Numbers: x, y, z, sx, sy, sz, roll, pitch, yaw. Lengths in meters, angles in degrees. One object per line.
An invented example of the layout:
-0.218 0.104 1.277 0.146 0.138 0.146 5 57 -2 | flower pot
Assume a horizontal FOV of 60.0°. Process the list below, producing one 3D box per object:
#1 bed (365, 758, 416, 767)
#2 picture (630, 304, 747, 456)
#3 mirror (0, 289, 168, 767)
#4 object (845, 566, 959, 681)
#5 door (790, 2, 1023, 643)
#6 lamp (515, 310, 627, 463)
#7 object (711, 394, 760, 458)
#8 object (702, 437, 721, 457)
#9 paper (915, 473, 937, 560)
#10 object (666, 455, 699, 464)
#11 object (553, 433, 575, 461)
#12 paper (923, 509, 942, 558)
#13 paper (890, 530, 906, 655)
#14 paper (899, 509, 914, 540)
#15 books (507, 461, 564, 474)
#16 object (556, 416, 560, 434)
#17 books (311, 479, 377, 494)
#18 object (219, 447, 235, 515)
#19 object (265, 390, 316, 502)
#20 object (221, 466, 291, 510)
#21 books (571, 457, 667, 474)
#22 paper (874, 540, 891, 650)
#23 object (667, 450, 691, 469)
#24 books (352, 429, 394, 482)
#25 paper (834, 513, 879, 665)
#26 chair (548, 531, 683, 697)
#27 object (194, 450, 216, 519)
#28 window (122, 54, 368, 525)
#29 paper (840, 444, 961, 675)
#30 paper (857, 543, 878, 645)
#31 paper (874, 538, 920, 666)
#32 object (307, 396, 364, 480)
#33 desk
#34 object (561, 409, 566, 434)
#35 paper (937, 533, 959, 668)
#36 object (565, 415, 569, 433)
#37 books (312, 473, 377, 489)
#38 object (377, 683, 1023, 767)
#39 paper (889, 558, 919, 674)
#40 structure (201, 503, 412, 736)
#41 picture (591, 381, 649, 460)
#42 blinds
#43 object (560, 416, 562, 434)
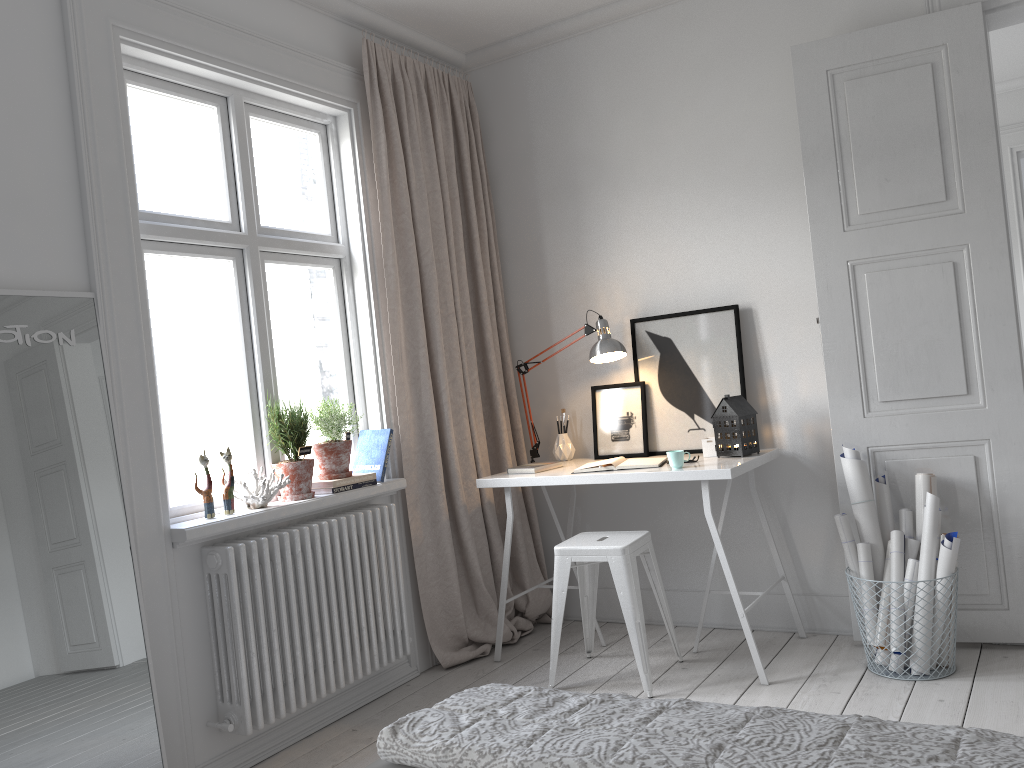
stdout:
0.028 0.566 0.547 1.888 1.168 2.176 -6 0 32 | bed
0.763 -0.006 3.839 0.493 0.614 0.062 -6 0 32 | picture
-1.277 0.518 2.298 0.145 1.554 0.669 -6 0 32 | mirror
1.408 0.836 3.171 0.374 0.351 0.374 -6 0 34 | object
1.512 -0.191 3.338 0.677 2.326 0.034 -6 0 23 | door
0.258 0.054 3.961 0.568 0.745 0.164 -6 0 27 | lamp
0.891 0.163 3.538 0.135 0.248 0.135 -6 0 -43 | object
0.824 0.258 3.636 0.065 0.073 0.078 -6 0 27 | object
1.518 0.663 3.240 0.181 0.669 0.073 -6 0 -36 | paper
0.661 0.289 3.479 0.133 0.047 0.114 -6 0 19 | object
0.241 0.294 4.146 0.101 0.126 0.101 -6 0 32 | object
1.492 0.720 3.172 0.153 0.553 0.060 -6 0 -13 | paper
1.371 0.736 3.150 0.049 0.403 0.244 -6 0 34 | paper
1.452 0.736 3.244 0.047 0.542 0.200 -6 0 35 | paper
0.101 0.360 3.818 0.149 0.024 0.207 -6 0 38 | books
0.224 0.254 4.153 0.008 0.207 0.054 -6 0 -3 | object
-0.663 0.397 3.422 0.156 0.022 0.245 -6 0 36 | books
-0.949 0.321 2.960 0.045 0.224 0.052 -6 0 -17 | object
-0.799 0.215 3.223 0.183 0.410 0.199 -6 0 -8 | object
-0.871 0.359 3.067 0.186 0.149 0.212 -6 0 40 | object
0.437 0.321 3.581 0.358 0.029 0.291 -6 0 18 | books
1.355 0.757 3.194 0.239 0.358 0.047 -6 0 -44 | paper
0.622 0.284 3.320 0.082 0.065 0.064 -6 0 30 | object
-0.567 0.290 3.589 0.175 0.211 0.101 -6 0 35 | books
1.289 0.749 3.262 0.046 0.547 0.166 -6 0 -35 | paper
0.377 0.855 3.404 0.407 0.527 0.409 -6 0 27 | chair
-1.007 0.327 2.904 0.052 0.224 0.045 -6 0 8 | object
-0.963 -0.322 3.276 0.079 1.537 1.047 -6 0 32 | window
1.401 0.613 3.197 0.181 0.793 0.431 -6 0 -16 | paper
1.293 0.759 3.214 0.047 0.361 0.129 -6 0 20 | paper
1.388 0.783 3.192 0.253 0.432 0.054 -6 0 -23 | paper
-0.679 0.203 3.414 0.220 0.318 0.210 -6 0 -21 | object
0.523 0.717 3.686 1.162 0.776 0.641 -6 0 32 | desk
0.247 0.235 4.159 0.023 0.239 0.028 -6 0 29 | object
1.536 0.763 3.134 0.123 0.464 0.057 -6 0 4 | paper
0.252 0.251 4.145 0.054 0.207 0.008 -6 0 15 | object
-0.664 0.373 3.415 0.157 0.025 0.246 -6 0 34 | books
0.478 0.543 1.260 1.460 0.104 0.405 -6 0 32 | object
1.416 0.813 3.141 0.234 0.389 0.078 -6 0 -28 | paper
-0.733 0.799 3.194 0.215 0.600 0.935 -6 0 32 | structure
0.482 0.165 3.974 0.261 0.333 0.062 -6 0 32 | picture
-0.211 -0.163 3.946 0.225 2.680 0.831 -6 0 32 | blinds
0.234 0.254 4.161 0.008 0.207 0.054 -6 0 19 | object
